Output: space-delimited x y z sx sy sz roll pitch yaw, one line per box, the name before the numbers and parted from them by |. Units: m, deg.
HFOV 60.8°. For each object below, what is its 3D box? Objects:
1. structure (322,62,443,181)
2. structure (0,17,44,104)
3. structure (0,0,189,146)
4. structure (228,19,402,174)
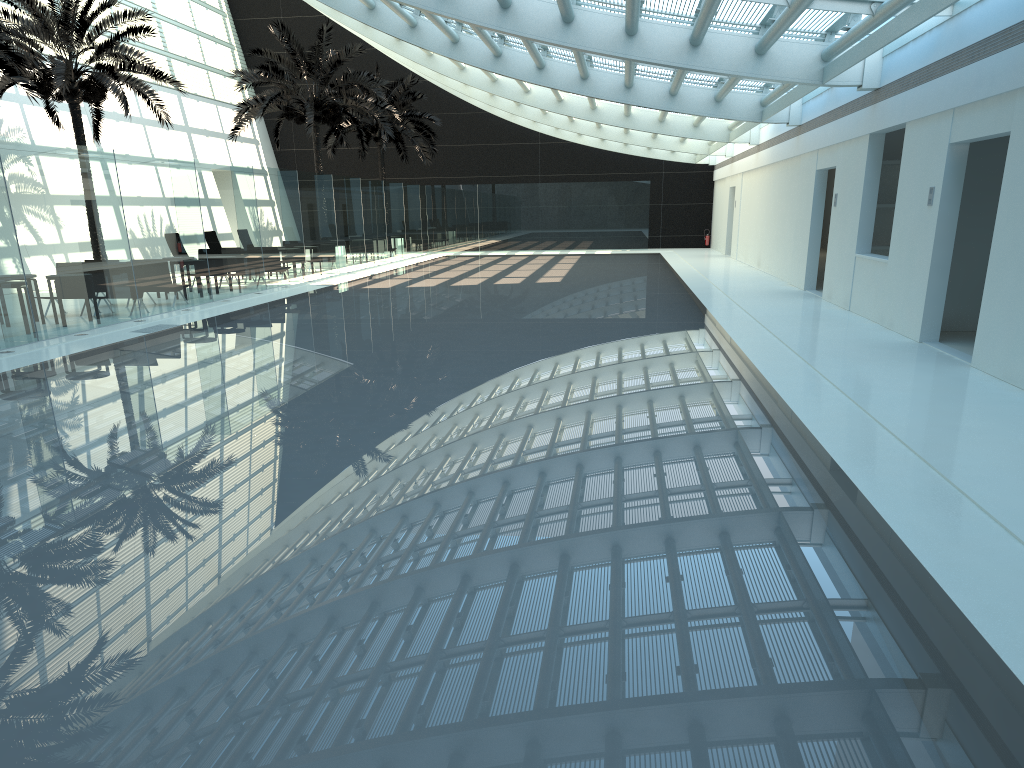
structure | -4.977 -8.750 34.452 4.440 7.370 4.582 -5 18 -14
structure | -10.689 -4.625 14.728 4.624 7.176 4.076 -5 18 -14
structure | -10.183 -5.783 20.340 4.199 7.239 4.492 14 23 38
structure | -5.968 -7.221 26.856 4.823 7.372 4.215 -1 18 1
